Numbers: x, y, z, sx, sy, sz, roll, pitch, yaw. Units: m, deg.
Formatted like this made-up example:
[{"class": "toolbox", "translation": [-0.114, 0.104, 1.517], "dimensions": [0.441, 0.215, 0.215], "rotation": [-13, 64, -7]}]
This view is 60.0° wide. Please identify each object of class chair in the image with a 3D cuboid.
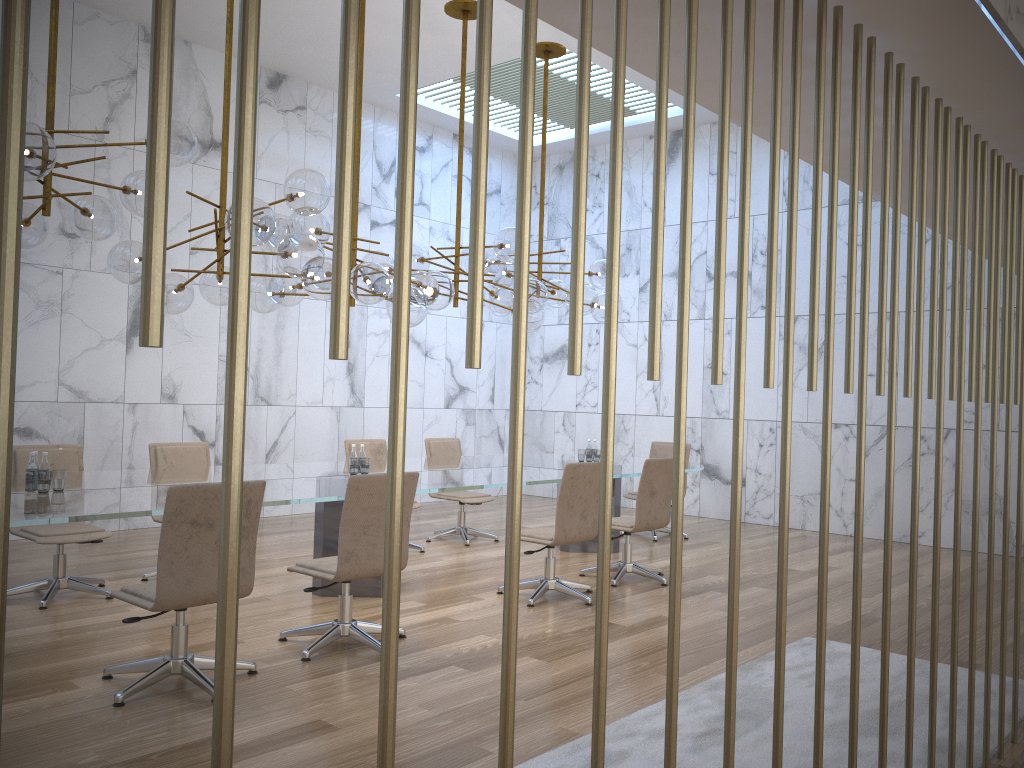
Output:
[{"class": "chair", "translation": [-0.519, 1.053, 8.850], "dimensions": [0.697, 1.000, 0.726], "rotation": [1, -1, 41]}, {"class": "chair", "translation": [-1.179, 1.020, 8.099], "dimensions": [0.697, 1.000, 0.726], "rotation": [1, -1, 41]}, {"class": "chair", "translation": [1.546, 1.131, 9.511], "dimensions": [0.726, 1.000, 0.697], "rotation": [1, -1, 42]}, {"class": "chair", "translation": [-1.571, 0.948, 4.267], "dimensions": [0.697, 1.000, 0.726], "rotation": [1, -1, 42]}, {"class": "chair", "translation": [-0.911, 0.981, 5.017], "dimensions": [0.697, 1.000, 0.726], "rotation": [1, -1, 42]}, {"class": "chair", "translation": [0.310, 1.042, 6.405], "dimensions": [0.697, 1.000, 0.726], "rotation": [1, -1, 42]}, {"class": "chair", "translation": [-3.049, 0.926, 5.972], "dimensions": [0.697, 1.000, 0.726], "rotation": [1, -1, 41]}, {"class": "chair", "translation": [0.965, 1.075, 7.151], "dimensions": [0.697, 1.000, 0.726], "rotation": [1, -1, 42]}, {"class": "chair", "translation": [-2.397, 0.959, 6.714], "dimensions": [0.697, 1.000, 0.726], "rotation": [1, -1, 41]}]

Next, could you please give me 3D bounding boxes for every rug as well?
[{"class": "rug", "translation": [1.341, 1.522, 3.941], "dimensions": [1.320, 0.034, 3.025], "rotation": [1, -1, 41]}]

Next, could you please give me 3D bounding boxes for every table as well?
[{"class": "table", "translation": [-1.133, 1.073, 6.465], "dimensions": [2.092, 0.835, 7.924], "rotation": [1, -1, 41]}]

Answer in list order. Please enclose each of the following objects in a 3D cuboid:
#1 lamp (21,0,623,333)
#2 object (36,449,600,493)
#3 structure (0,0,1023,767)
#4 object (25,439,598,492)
[{"class": "lamp", "translation": [-1.122, -1.741, 6.421], "dimensions": [1.557, 2.716, 5.672], "rotation": [1, -1, 41]}, {"class": "object", "translation": [-0.889, 0.608, 6.682], "dimensions": [0.183, 0.117, 5.112], "rotation": [1, -1, 41]}, {"class": "structure", "translation": [1.745, 0.311, 3.328], "dimensions": [0.023, 2.456, 7.223], "rotation": [1, -1, 41]}, {"class": "object", "translation": [-0.915, 0.560, 6.725], "dimensions": [0.124, 0.213, 5.189], "rotation": [1, -1, 41]}]
